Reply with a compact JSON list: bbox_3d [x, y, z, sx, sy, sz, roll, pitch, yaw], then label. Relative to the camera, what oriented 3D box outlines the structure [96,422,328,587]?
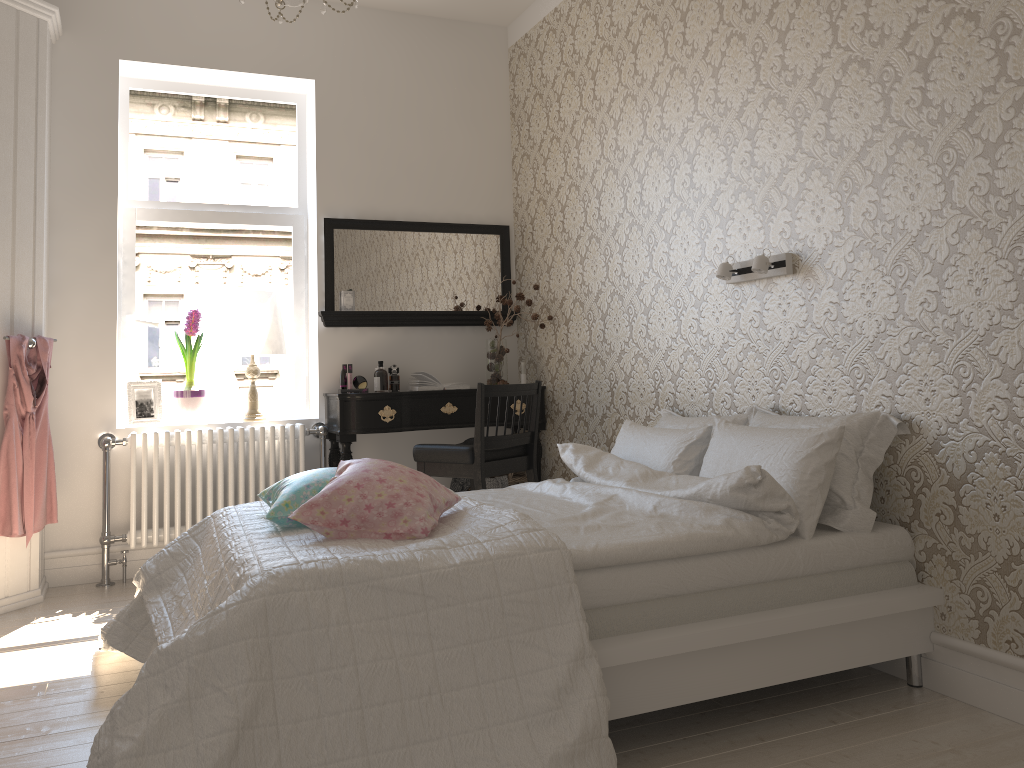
[{"bbox_3d":[-1.398,0.552,4.220,1.068,0.688,0.164,-1,-4,-23],"label":"structure"}]

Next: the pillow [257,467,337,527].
[{"bbox_3d":[-0.536,0.329,2.530,0.362,0.170,0.380,-2,0,-19],"label":"pillow"}]

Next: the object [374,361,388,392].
[{"bbox_3d":[-0.668,-0.038,4.497,0.070,0.159,0.070,0,-5,-29],"label":"object"}]

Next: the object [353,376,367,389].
[{"bbox_3d":[-0.786,0.000,4.499,0.080,0.086,0.082,-2,-2,16],"label":"object"}]

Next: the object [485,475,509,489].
[{"bbox_3d":[-0.100,0.642,4.594,0.289,0.358,0.347,-3,-2,16],"label":"object"}]

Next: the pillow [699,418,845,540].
[{"bbox_3d":[0.750,0.271,2.648,0.202,0.310,0.561,0,-1,-24],"label":"pillow"}]

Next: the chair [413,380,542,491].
[{"bbox_3d":[-0.135,0.423,4.024,0.456,0.869,0.455,-5,-5,36],"label":"chair"}]

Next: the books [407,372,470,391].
[{"bbox_3d":[-0.390,-0.017,4.622,0.279,0.096,0.225,-2,0,-22],"label":"books"}]

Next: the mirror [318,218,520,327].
[{"bbox_3d":[-0.485,-0.598,4.784,1.118,0.577,0.066,-2,-5,-24],"label":"mirror"}]

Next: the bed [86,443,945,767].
[{"bbox_3d":[-0.056,0.553,2.622,2.211,0.636,1.943,-2,0,-23],"label":"bed"}]

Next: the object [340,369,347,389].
[{"bbox_3d":[-0.857,-0.015,4.488,0.031,0.121,0.054,-3,-4,15],"label":"object"}]

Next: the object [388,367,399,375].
[{"bbox_3d":[-0.622,-0.028,4.646,0.057,0.135,0.057,-4,-5,27],"label":"object"}]

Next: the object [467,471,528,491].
[{"bbox_3d":[-0.090,0.629,4.638,0.393,0.436,0.391,-2,-2,8],"label":"object"}]

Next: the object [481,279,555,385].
[{"bbox_3d":[0.003,-0.264,4.623,0.540,0.604,0.316,-4,-4,37],"label":"object"}]

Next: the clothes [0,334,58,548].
[{"bbox_3d":[-2.013,0.231,3.676,0.092,0.884,0.327,-2,-4,6],"label":"clothes"}]

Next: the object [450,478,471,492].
[{"bbox_3d":[-0.157,0.627,4.611,0.367,0.335,0.301,-1,-3,-23],"label":"object"}]

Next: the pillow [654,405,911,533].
[{"bbox_3d":[0.736,0.254,2.985,0.310,0.357,1.247,-1,0,-23],"label":"pillow"}]

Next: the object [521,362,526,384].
[{"bbox_3d":[0.060,-0.049,4.685,0.104,0.132,0.104,-2,-3,11],"label":"object"}]

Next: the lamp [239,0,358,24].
[{"bbox_3d":[-0.645,-1.591,2.555,0.510,1.013,0.511,-5,-5,36],"label":"lamp"}]

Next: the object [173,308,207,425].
[{"bbox_3d":[-1.605,-0.091,4.400,0.156,0.582,0.156,2,-6,-38],"label":"object"}]

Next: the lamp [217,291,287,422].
[{"bbox_3d":[-1.325,-0.139,4.505,0.339,0.658,0.338,-1,-4,-12],"label":"lamp"}]

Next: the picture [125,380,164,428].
[{"bbox_3d":[-1.773,0.094,4.261,0.176,0.227,0.049,1,-5,-43],"label":"picture"}]

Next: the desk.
[{"bbox_3d":[-0.368,0.443,4.531,1.105,0.830,0.433,-1,-4,-24],"label":"desk"}]

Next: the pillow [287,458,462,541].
[{"bbox_3d":[-0.345,0.304,2.317,0.353,0.204,0.392,-2,0,9],"label":"pillow"}]

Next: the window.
[{"bbox_3d":[-1.551,-0.702,4.637,0.949,1.798,0.109,0,-5,-23],"label":"window"}]

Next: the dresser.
[{"bbox_3d":[-2.435,-0.365,3.580,1.024,2.605,0.696,0,-5,-23],"label":"dresser"}]

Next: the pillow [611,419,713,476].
[{"bbox_3d":[0.510,0.293,3.191,0.204,0.306,0.558,0,-1,-24],"label":"pillow"}]

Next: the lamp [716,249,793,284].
[{"bbox_3d":[0.818,-0.411,3.069,0.115,0.094,0.323,-1,0,-24],"label":"lamp"}]

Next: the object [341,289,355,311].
[{"bbox_3d":[-0.856,-0.438,4.611,0.072,0.122,0.036,-1,-5,-19],"label":"object"}]

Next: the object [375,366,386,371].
[{"bbox_3d":[-0.684,-0.026,4.590,0.057,0.135,0.057,-4,-5,27],"label":"object"}]

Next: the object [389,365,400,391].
[{"bbox_3d":[-0.606,-0.031,4.549,0.054,0.140,0.054,-3,-4,16],"label":"object"}]
